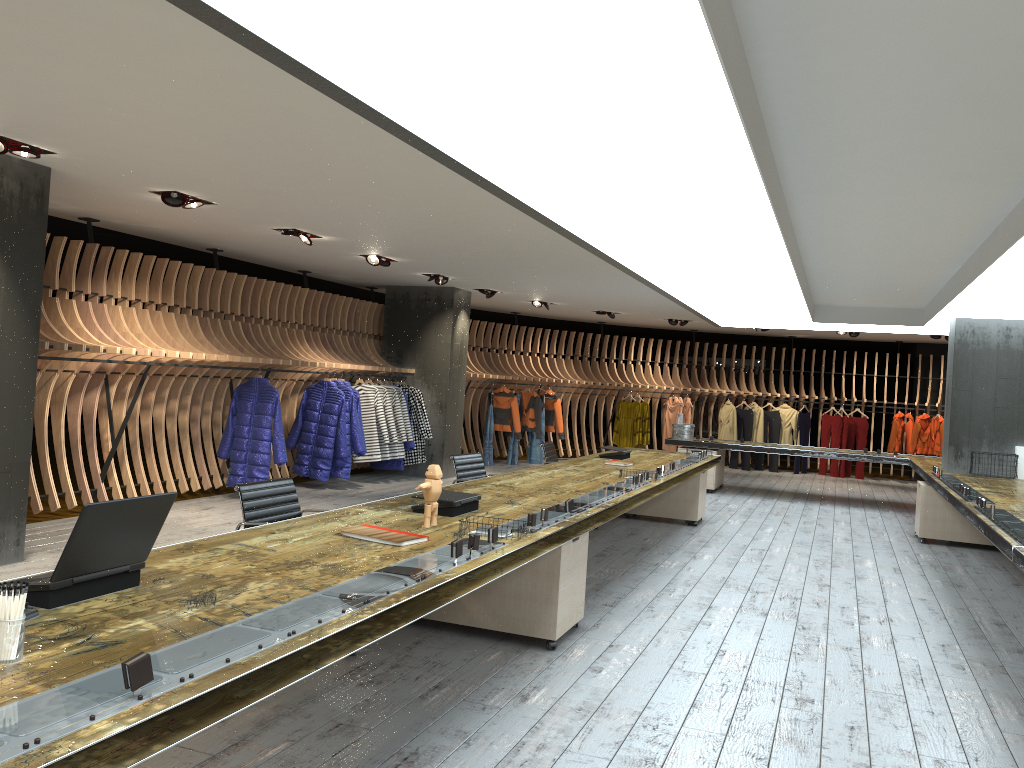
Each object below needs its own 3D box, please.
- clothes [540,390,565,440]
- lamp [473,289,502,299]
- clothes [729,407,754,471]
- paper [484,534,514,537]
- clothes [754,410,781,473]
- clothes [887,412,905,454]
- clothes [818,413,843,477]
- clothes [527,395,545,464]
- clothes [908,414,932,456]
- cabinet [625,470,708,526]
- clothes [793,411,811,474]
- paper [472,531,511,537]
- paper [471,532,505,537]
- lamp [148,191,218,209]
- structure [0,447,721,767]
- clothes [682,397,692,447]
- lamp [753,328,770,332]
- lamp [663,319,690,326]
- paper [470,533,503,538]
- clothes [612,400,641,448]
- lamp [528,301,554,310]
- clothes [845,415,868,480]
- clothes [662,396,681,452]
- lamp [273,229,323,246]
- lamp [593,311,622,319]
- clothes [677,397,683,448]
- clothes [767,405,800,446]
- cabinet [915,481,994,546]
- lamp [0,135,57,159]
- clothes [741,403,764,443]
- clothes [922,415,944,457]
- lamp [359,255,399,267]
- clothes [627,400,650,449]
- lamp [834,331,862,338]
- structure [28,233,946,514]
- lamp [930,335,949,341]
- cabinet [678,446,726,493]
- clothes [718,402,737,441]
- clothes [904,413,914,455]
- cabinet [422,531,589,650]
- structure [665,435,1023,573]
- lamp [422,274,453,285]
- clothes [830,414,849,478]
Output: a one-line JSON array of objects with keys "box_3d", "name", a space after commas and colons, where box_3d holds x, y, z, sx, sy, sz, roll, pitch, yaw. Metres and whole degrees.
[{"box_3d": [0.662, 0.551, 16.311, 0.200, 0.881, 0.840, 4, -1, -40], "name": "clothes"}, {"box_3d": [-0.357, -1.410, 13.059, 0.269, 0.292, 0.492, 4, 0, 27], "name": "lamp"}, {"box_3d": [4.575, 1.141, 17.681, 0.087, 1.353, 0.539, 4, -1, -35], "name": "clothes"}, {"box_3d": [-0.092, 0.708, 4.207, 0.176, 0.004, 0.130, 4, 0, 27], "name": "paper"}, {"box_3d": [5.091, 1.174, 17.671, 0.539, 1.353, 0.087, 3, -1, 45], "name": "clothes"}, {"box_3d": [7.424, 0.982, 17.096, 0.201, 0.881, 0.839, 3, -1, 35], "name": "clothes"}, {"box_3d": [6.282, 1.255, 17.499, 0.093, 1.338, 0.552, 4, -1, -24], "name": "clothes"}, {"box_3d": [0.445, 0.892, 16.125, 0.309, 1.422, 0.200, 4, -1, -8], "name": "clothes"}, {"box_3d": [7.821, 1.008, 16.911, 0.839, 0.881, 0.201, 4, -1, -40], "name": "clothes"}, {"box_3d": [1.636, 1.234, 10.265, 1.132, 0.630, 0.593, 4, 0, 20], "name": "cabinet"}, {"box_3d": [5.765, 1.213, 17.609, 0.087, 1.353, 0.539, 3, -1, 45], "name": "clothes"}, {"box_3d": [-0.092, 0.707, 4.207, 0.176, 0.004, 0.130, 4, 0, 27], "name": "paper"}, {"box_3d": [-0.092, 0.708, 4.207, 0.176, 0.004, 0.130, 4, 0, 25], "name": "paper"}, {"box_3d": [-2.627, -1.529, 7.104, 0.269, 0.292, 0.492, 4, 0, 20], "name": "lamp"}, {"box_3d": [0.104, 1.048, 5.814, 1.162, 0.844, 10.446, 4, 0, 20], "name": "structure"}, {"box_3d": [3.434, 0.839, 17.563, 0.125, 1.156, 0.447, 4, -1, -15], "name": "clothes"}, {"box_3d": [4.615, -1.111, 16.477, 0.492, 0.284, 0.269, 4, 0, 1], "name": "lamp"}, {"box_3d": [3.052, -1.203, 16.208, 0.492, 0.297, 0.269, 4, 0, -20], "name": "lamp"}, {"box_3d": [-0.107, 0.710, 4.208, 0.176, 0.003, 0.130, 4, 0, 19], "name": "paper"}, {"box_3d": [2.246, 0.828, 17.189, 0.168, 1.045, 0.665, 4, -1, -39], "name": "clothes"}, {"box_3d": [0.480, -1.360, 14.404, 0.269, 0.296, 0.492, 3, 0, 40], "name": "lamp"}, {"box_3d": [6.717, 1.283, 17.370, 0.093, 1.338, 0.552, 4, -1, -29], "name": "clothes"}, {"box_3d": [3.159, 0.821, 17.506, 0.125, 1.156, 0.447, 4, -1, -35], "name": "clothes"}, {"box_3d": [-2.073, -1.499, 8.599, 0.269, 0.294, 0.492, 4, 0, 20], "name": "lamp"}, {"box_3d": [1.645, -1.292, 15.477, 0.492, 0.293, 0.269, 4, 0, -37], "name": "lamp"}, {"box_3d": [3.273, 0.828, 17.534, 0.125, 1.156, 0.447, 4, -1, -10], "name": "clothes"}, {"box_3d": [5.407, 0.865, 17.652, 0.705, 0.890, 0.250, 3, -1, 41], "name": "clothes"}, {"box_3d": [5.067, 1.455, 9.716, 1.132, 0.630, 0.593, 4, 0, 20], "name": "cabinet"}, {"box_3d": [-3.181, -1.556, 5.610, 0.269, 0.296, 0.492, 4, 0, 20], "name": "lamp"}, {"box_3d": [4.810, 0.829, 17.702, 0.250, 0.890, 0.705, 4, 0, -29], "name": "clothes"}, {"box_3d": [8.029, 1.022, 16.779, 0.201, 0.881, 0.839, 4, 0, 0], "name": "clothes"}, {"box_3d": [-1.519, -1.474, 10.094, 0.269, 0.286, 0.492, 4, 0, 20], "name": "lamp"}, {"box_3d": [2.413, 0.838, 17.263, 0.168, 1.045, 0.665, 4, -1, -39], "name": "clothes"}, {"box_3d": [6.189, -1.004, 16.317, 0.493, 0.296, 0.269, 4, 0, 14], "name": "lamp"}, {"box_3d": [1.003, 0.260, 0.940, 14.887, 2.440, 36.537, 4, 0, 20], "name": "structure"}, {"box_3d": [7.650, -0.907, 15.717, 0.493, 0.298, 0.269, 4, 0, 29], "name": "lamp"}, {"box_3d": [2.924, 1.301, 13.733, 0.593, 0.630, 1.131, 4, 0, 20], "name": "cabinet"}, {"box_3d": [4.283, 0.795, 17.675, 0.250, 0.890, 0.705, 4, 0, -19], "name": "clothes"}, {"box_3d": [7.654, 0.996, 17.047, 0.201, 0.881, 0.839, 3, 0, 25], "name": "clothes"}, {"box_3d": [-0.169, 1.140, 5.385, 1.132, 0.630, 0.593, 4, 0, 20], "name": "cabinet"}, {"box_3d": [1.749, 1.157, 4.972, 4.837, 0.844, 18.467, 4, 0, 20], "name": "structure"}, {"box_3d": [-0.966, -1.442, 11.589, 0.269, 0.292, 0.492, 4, 0, 20], "name": "lamp"}, {"box_3d": [6.442, 1.266, 17.455, 0.093, 1.338, 0.551, 4, -1, -9], "name": "clothes"}]
